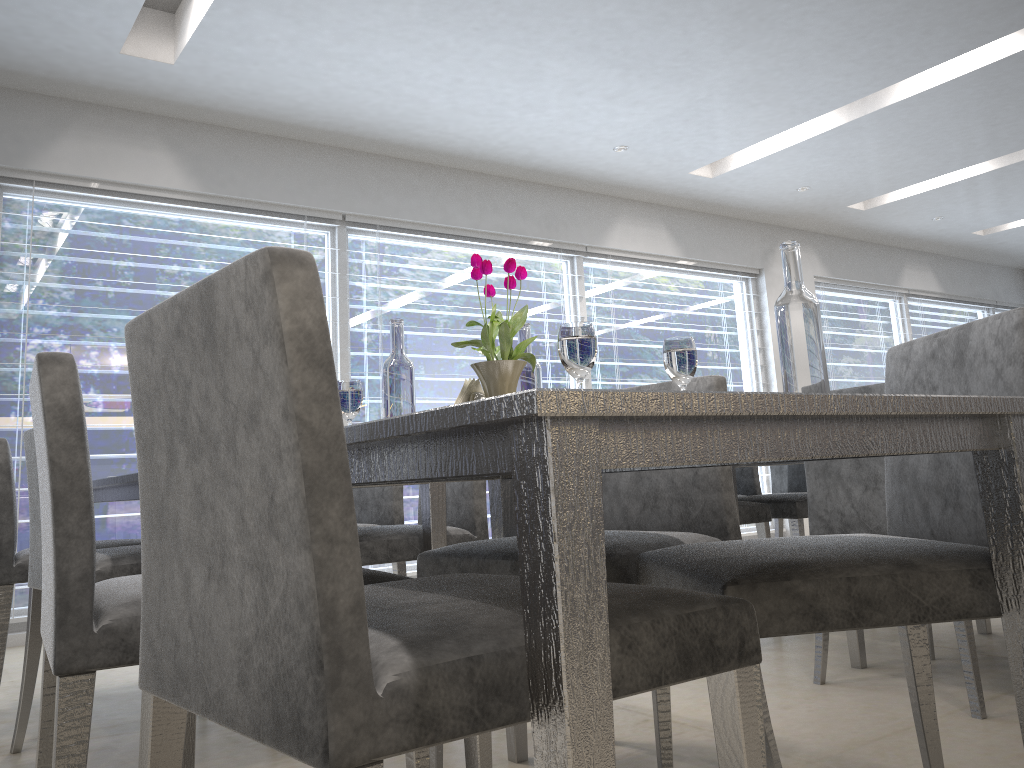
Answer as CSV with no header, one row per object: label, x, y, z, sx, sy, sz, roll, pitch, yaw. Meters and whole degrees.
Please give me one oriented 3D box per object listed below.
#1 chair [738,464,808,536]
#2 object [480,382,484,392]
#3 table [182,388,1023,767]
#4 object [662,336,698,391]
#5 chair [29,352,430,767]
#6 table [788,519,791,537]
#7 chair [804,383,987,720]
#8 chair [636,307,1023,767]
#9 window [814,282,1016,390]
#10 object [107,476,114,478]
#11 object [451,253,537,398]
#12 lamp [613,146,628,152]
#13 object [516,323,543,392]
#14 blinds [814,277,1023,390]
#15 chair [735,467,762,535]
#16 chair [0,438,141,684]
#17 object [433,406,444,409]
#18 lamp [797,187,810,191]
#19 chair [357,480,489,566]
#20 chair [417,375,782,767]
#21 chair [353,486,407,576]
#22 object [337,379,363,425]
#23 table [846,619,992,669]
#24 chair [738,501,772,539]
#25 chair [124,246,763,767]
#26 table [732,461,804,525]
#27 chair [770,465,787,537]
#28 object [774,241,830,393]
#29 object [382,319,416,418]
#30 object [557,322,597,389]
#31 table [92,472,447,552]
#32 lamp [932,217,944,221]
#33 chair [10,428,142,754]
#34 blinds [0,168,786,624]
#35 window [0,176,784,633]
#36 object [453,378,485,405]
chair,1.133,0.520,3.523,0.491,0.772,0.471,2,-11,-29
object,-0.064,0.068,1.820,0.053,0.141,0.053,-5,-10,13
table,0.020,0.396,1.266,0.776,0.643,1.177,2,-9,-35
object,0.261,-0.001,1.355,0.053,0.141,0.053,-5,-10,13
chair,-0.436,0.360,1.285,0.491,0.772,0.471,2,-11,-29
table,2.092,0.637,4.486,0.776,0.643,1.177,2,-9,-35
chair,1.096,0.390,2.330,0.491,0.772,0.471,2,-11,-29
chair,0.468,0.305,1.242,0.492,0.772,0.470,-2,-9,-5
window,3.979,0.174,8.332,3.651,2.101,0.157,2,-11,-34
object,-1.122,0.287,2.706,0.216,0.016,0.215,-7,-8,33
object,-0.024,-0.057,1.342,0.103,0.280,0.153,4,-12,-37
lamp,0.653,-1.414,5.320,0.089,0.007,0.088,-4,-6,10
object,0.025,-0.003,1.495,0.052,0.204,0.051,-4,-10,7
blinds,4.045,0.135,8.257,3.643,2.071,0.044,2,-11,-34
chair,0.832,0.586,3.967,0.490,0.772,0.472,5,-12,-39
chair,-1.240,0.543,2.543,0.491,0.772,0.471,2,-11,-29
object,0.012,0.034,0.976,0.215,0.016,0.215,-8,-8,35
lamp,2.070,-1.385,6.287,0.089,0.007,0.088,-4,-6,10
chair,-0.347,0.491,2.513,0.491,0.772,0.471,2,-11,-29
chair,0.152,0.374,1.709,0.490,0.772,0.472,5,-12,-39
chair,-0.648,0.556,2.957,0.490,0.772,0.472,5,-12,-39
object,-0.305,0.063,1.656,0.053,0.141,0.053,-5,-10,13
table,1.551,0.427,2.311,0.776,0.643,1.177,2,-9,-35
chair,0.585,0.511,3.161,0.490,0.772,0.472,5,-12,-39
chair,-0.092,0.298,0.893,0.490,0.772,0.472,5,-12,-39
table,0.696,0.609,3.534,0.776,0.643,1.177,2,-9,-35
chair,1.636,0.601,4.506,0.491,0.772,0.471,2,-11,-29
object,0.339,-0.070,1.046,0.052,0.204,0.051,-4,-10,7
object,-0.179,-0.003,1.395,0.052,0.204,0.051,-4,-10,7
object,0.090,-0.011,1.181,0.053,0.141,0.053,-5,-10,13
table,-0.784,0.580,2.524,0.776,0.643,1.177,2,-9,-35
lamp,3.497,-1.357,7.260,0.089,0.007,0.088,-4,-6,10
chair,-0.895,0.481,2.151,0.490,0.772,0.472,5,-12,-39
blinds,-0.919,0.036,4.870,7.083,2.071,0.044,1,-11,-34
window,-0.968,0.075,4.956,7.088,2.101,0.157,1,-11,-34
object,-0.059,0.039,1.375,0.070,0.101,0.201,-7,-8,25
